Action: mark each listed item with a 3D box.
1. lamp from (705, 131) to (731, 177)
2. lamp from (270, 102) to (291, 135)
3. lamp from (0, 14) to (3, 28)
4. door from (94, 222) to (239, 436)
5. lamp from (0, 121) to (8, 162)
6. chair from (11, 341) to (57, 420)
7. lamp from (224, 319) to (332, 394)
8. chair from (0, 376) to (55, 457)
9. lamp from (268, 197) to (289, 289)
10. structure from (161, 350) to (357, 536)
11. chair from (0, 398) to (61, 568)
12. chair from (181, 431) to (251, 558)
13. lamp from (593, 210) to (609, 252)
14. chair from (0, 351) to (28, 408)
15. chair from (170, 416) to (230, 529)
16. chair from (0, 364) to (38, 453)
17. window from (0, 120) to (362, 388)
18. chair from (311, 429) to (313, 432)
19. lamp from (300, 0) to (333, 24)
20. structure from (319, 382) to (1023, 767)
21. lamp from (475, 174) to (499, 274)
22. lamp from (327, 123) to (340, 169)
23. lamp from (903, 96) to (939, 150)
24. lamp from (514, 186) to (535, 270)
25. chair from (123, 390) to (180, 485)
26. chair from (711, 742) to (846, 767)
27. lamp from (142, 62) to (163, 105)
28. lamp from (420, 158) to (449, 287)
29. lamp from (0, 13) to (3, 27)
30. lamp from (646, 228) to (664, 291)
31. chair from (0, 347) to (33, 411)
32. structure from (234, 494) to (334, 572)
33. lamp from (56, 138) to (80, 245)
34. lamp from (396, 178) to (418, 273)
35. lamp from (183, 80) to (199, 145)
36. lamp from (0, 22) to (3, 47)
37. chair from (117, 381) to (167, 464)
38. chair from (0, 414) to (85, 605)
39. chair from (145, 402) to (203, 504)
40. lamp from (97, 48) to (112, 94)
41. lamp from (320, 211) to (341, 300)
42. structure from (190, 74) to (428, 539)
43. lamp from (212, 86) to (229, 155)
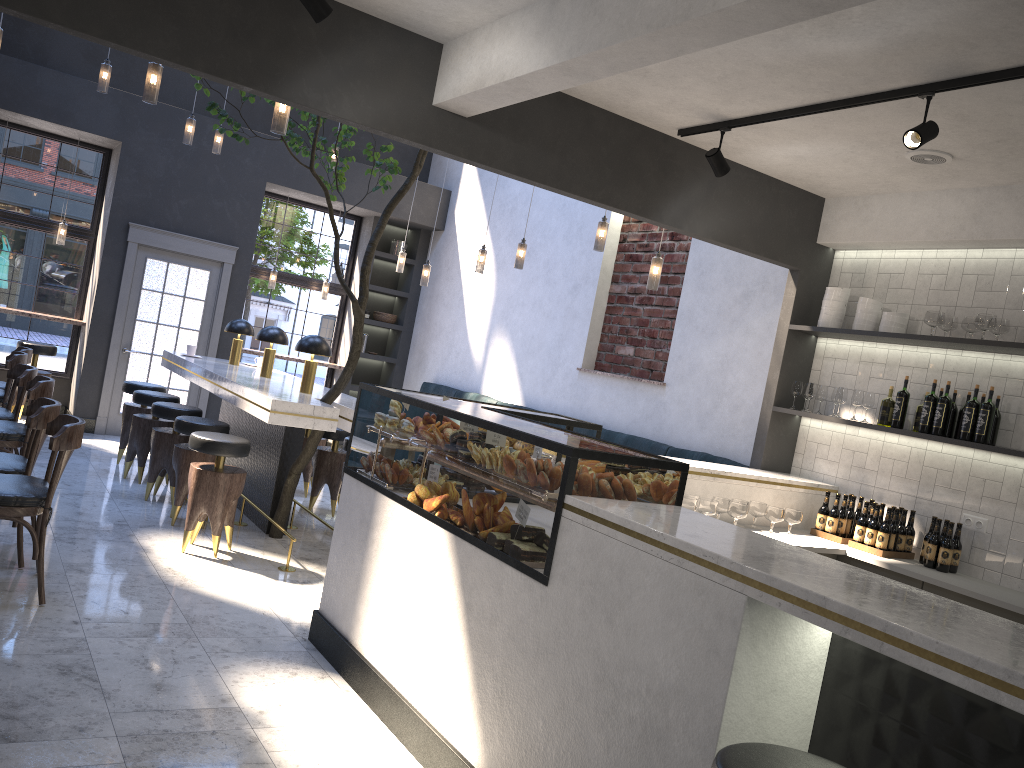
[{"bbox_3d":[1.103,-1.223,4.715,0.157,0.235,0.087,10,2,-38],"label":"lamp"},{"bbox_3d":[-0.826,-3.317,4.534,0.078,4.106,0.078,11,2,-2],"label":"lamp"},{"bbox_3d":[-4.152,-3.822,7.433,0.078,4.106,0.078,12,2,43],"label":"lamp"},{"bbox_3d":[-3.703,-0.496,9.491,1.133,2.219,0.152,10,2,-32],"label":"door"},{"bbox_3d":[-5.164,-2.267,8.952,0.078,1.429,0.078,11,2,-2],"label":"lamp"},{"bbox_3d":[-4.942,-0.013,9.110,0.370,0.821,0.372,11,2,20],"label":"chair"},{"bbox_3d":[-0.308,-1.316,3.649,8.826,3.257,4.186,12,2,41],"label":"lamp"},{"bbox_3d":[-3.332,0.351,5.764,0.521,0.851,0.538,10,2,-31],"label":"chair"},{"bbox_3d":[-2.726,-1.833,10.512,0.078,1.429,0.078,12,2,20],"label":"lamp"},{"bbox_3d":[-2.028,0.474,7.065,0.991,1.050,3.486,10,2,-32],"label":"structure"},{"bbox_3d":[-2.758,0.484,4.716,0.521,0.851,0.538,10,2,-31],"label":"chair"},{"bbox_3d":[-1.895,0.691,5.587,0.371,0.737,0.370,11,2,11],"label":"chair"},{"bbox_3d":[1.036,-3.017,6.609,0.078,4.106,0.078,12,2,43],"label":"lamp"},{"bbox_3d":[-4.312,0.131,7.233,0.521,0.851,0.538,10,2,-31],"label":"chair"},{"bbox_3d":[-2.224,0.615,6.205,0.372,0.737,0.370,11,2,-5],"label":"chair"},{"bbox_3d":[-3.713,0.267,6.264,0.521,0.851,0.538,10,2,-39],"label":"chair"},{"bbox_3d":[-0.540,-1.848,4.879,6.410,5.366,12.697,10,2,-32],"label":"window"},{"bbox_3d":[-2.491,0.423,10.679,0.370,0.821,0.372,11,2,20],"label":"chair"},{"bbox_3d":[-0.776,-1.559,3.512,0.157,0.238,0.087,10,2,-38],"label":"lamp"},{"bbox_3d":[1.975,1.209,2.764,3.208,1.300,5.799,10,1,-32],"label":"structure"},{"bbox_3d":[0.082,-3.037,8.109,0.078,4.106,0.078,12,2,20],"label":"lamp"},{"bbox_3d":[-1.346,-4.074,8.439,0.078,4.106,0.078,12,2,43],"label":"lamp"},{"bbox_3d":[1.714,-1.083,3.698,0.157,0.235,0.087,10,2,-38],"label":"lamp"},{"bbox_3d":[0.440,-3.004,7.539,0.078,4.106,0.078,12,2,20],"label":"lamp"},{"bbox_3d":[-3.000,0.441,7.348,0.371,0.737,0.371,9,2,-41],"label":"chair"},{"bbox_3d":[0.511,1.193,1.780,0.370,0.821,0.372,11,2,20],"label":"chair"},{"bbox_3d":[-1.679,-3.619,4.989,0.078,4.106,0.078,11,2,-2],"label":"lamp"},{"bbox_3d":[-0.522,-3.025,9.053,0.078,4.106,0.078,12,2,43],"label":"lamp"},{"bbox_3d":[-3.879,-3.623,6.952,0.078,4.106,0.078,12,2,43],"label":"lamp"},{"bbox_3d":[1.348,-2.665,6.026,0.078,4.106,0.078,12,2,43],"label":"lamp"},{"bbox_3d":[-4.556,0.073,7.759,0.521,0.851,0.496,10,2,-33],"label":"chair"},{"bbox_3d":[-2.108,0.886,7.077,0.496,0.210,3.495,10,1,-32],"label":"structure"},{"bbox_3d":[-4.617,-2.169,9.302,0.078,1.429,0.078,12,2,20],"label":"lamp"},{"bbox_3d":[-0.842,-3.234,9.610,0.078,4.106,0.078,12,2,43],"label":"lamp"},{"bbox_3d":[-2.453,-4.114,7.690,0.078,4.106,0.078,12,2,43],"label":"lamp"},{"bbox_3d":[-2.265,-3.604,4.418,0.078,4.106,0.078,12,2,43],"label":"lamp"},{"bbox_3d":[-3.352,0.360,7.959,0.371,0.737,0.370,11,2,11],"label":"chair"},{"bbox_3d":[-2.408,0.561,4.259,0.521,0.851,0.538,10,2,-31],"label":"chair"},{"bbox_3d":[-2.615,0.527,6.778,0.371,0.737,0.370,11,2,11],"label":"chair"},{"bbox_3d":[-2.860,-4.328,6.961,0.078,4.106,0.078,12,2,43],"label":"lamp"},{"bbox_3d":[-2.178,-1.735,10.862,0.078,1.429,0.078,11,2,-2],"label":"lamp"},{"bbox_3d":[-1.034,-1.827,6.180,3.743,5.990,2.807,11,2,11],"label":"structure"},{"bbox_3d":[-2.444,-4.222,8.421,0.078,4.106,0.078,12,2,43],"label":"lamp"}]
